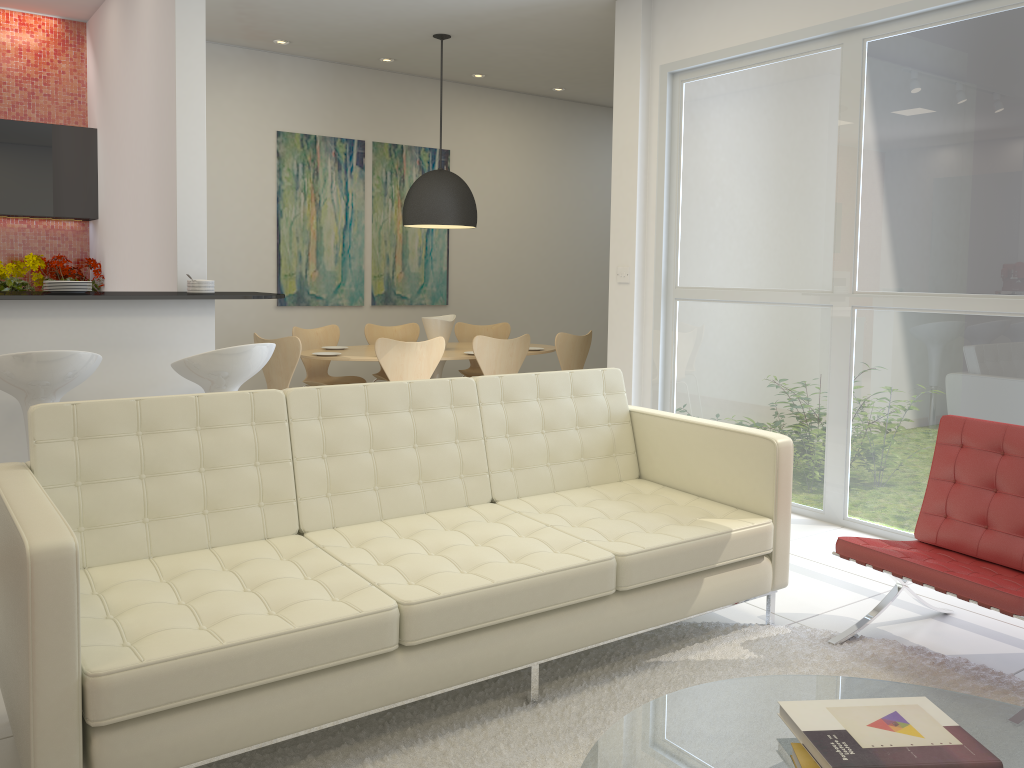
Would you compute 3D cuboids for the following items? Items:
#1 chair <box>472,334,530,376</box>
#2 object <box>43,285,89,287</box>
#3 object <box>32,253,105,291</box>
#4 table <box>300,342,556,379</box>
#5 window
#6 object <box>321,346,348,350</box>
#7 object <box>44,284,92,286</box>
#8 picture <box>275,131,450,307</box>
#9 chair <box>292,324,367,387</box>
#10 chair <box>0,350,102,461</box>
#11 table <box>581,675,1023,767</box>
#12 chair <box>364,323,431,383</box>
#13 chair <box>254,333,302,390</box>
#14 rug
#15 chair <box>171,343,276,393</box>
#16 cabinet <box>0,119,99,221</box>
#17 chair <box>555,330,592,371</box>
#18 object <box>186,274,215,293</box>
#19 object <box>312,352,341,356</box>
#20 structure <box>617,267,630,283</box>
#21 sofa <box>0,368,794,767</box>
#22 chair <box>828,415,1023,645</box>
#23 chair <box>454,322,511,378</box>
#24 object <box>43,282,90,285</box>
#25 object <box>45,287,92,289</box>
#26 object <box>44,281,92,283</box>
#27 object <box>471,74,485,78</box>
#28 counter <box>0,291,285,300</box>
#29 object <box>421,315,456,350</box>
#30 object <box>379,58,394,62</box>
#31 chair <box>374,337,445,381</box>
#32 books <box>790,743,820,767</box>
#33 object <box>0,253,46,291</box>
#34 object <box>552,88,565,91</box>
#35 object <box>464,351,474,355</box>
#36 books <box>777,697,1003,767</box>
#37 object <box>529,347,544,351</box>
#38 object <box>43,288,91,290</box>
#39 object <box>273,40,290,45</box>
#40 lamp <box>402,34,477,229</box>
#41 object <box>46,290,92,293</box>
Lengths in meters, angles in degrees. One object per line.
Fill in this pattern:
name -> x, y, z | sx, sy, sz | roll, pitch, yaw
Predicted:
chair -> -0.176, 0.070, 6.623 | 0.522, 0.903, 0.517 | -2, 6, -35
object -> -2.141, -0.467, 4.269 | 0.210, 0.015, 0.211 | 2, 7, 8
object -> -3.204, -0.722, 6.438 | 0.523, 0.447, 0.504 | 5, 7, 34
table -> -0.617, 0.085, 7.140 | 2.264, 0.726, 1.285 | -4, 8, -34
window -> 1.978, -0.541, 4.490 | 0.121, 2.703, 3.446 | -2, 6, -35
object -> -1.400, -0.283, 7.000 | 0.210, 0.015, 0.211 | -1, 7, -13
object -> -2.141, -0.474, 4.268 | 0.210, 0.015, 0.211 | 2, 7, 8
picture -> -1.325, -1.471, 8.130 | 1.741, 1.501, 0.020 | -3, 5, -35
chair -> -1.439, -0.005, 7.054 | 0.516, 0.903, 0.522 | 4, 5, 34
chair -> -1.908, 0.355, 3.593 | 0.457, 1.017, 0.466 | -1, 5, -24
table -> 0.790, 0.977, 1.364 | 1.322, 0.402, 1.543 | -4, 8, -36
chair -> -0.951, -0.053, 7.512 | 0.521, 0.903, 0.517 | -2, 5, -31
chair -> -1.513, 0.094, 6.245 | 0.522, 0.903, 0.517 | 5, 6, 39
rug -> 0.333, 1.088, 2.034 | 3.331, 0.004, 2.453 | -4, 8, -34
chair -> -1.311, 0.312, 4.018 | 0.466, 1.017, 0.458 | 5, 6, 41
cabinet -> -4.452, -1.465, 5.699 | 3.246, 0.657, 0.353 | -4, 6, -35
chair -> 0.349, 0.019, 7.100 | 0.517, 0.903, 0.522 | 4, 6, 38
object -> -1.671, -0.536, 4.707 | 0.173, 0.097, 0.140 | -5, 8, -42
object -> -1.352, -0.216, 6.460 | 0.210, 0.015, 0.211 | -1, 7, -13
structure -> 0.747, -0.734, 5.953 | 0.013, 0.104, 0.114 | -2, 6, -35
sofa -> -0.260, 0.494, 3.018 | 2.568, 0.919, 1.004 | -4, 7, -35
chair -> 1.643, 0.575, 3.090 | 0.707, 0.813, 0.703 | -2, 6, -30
chair -> -0.241, -0.085, 7.865 | 0.521, 0.903, 0.518 | 0, 5, -11
object -> -2.141, -0.481, 4.268 | 0.210, 0.015, 0.211 | 2, 7, 8
object -> -2.141, -0.460, 4.269 | 0.210, 0.015, 0.211 | 2, 7, 8
object -> -2.141, -0.488, 4.267 | 0.210, 0.015, 0.211 | 2, 7, 8
object -> -0.316, -2.894, 8.313 | 0.129, 0.010, 0.130 | 2, 7, 10
counter -> -2.467, -0.391, 3.894 | 2.968, 0.019, 0.738 | -4, 9, -35
object -> -0.591, -0.414, 7.101 | 0.271, 0.279, 0.262 | 1, 5, 0
object -> -1.097, -2.839, 7.760 | 0.129, 0.010, 0.130 | 2, 7, 10
chair -> -0.777, 0.108, 6.232 | 0.521, 0.903, 0.518 | -1, 5, -28
books -> 0.695, 0.732, 1.588 | 0.324, 0.026, 0.257 | 1, 7, 4
object -> -3.545, -0.697, 6.192 | 0.523, 0.447, 0.505 | -3, 7, -33
object -> 0.466, -2.949, 8.865 | 0.129, 0.010, 0.130 | 2, 7, 10
object -> -0.262, -0.232, 6.733 | 0.210, 0.015, 0.211 | 2, 7, 11
books -> 0.725, 0.689, 1.728 | 0.323, 0.026, 0.257 | 0, 7, -6
object -> 0.159, -0.284, 7.211 | 0.210, 0.015, 0.211 | 3, 7, 19
object -> -2.141, -0.453, 4.269 | 0.210, 0.015, 0.211 | 2, 7, 8
object -> -1.878, -2.784, 7.208 | 0.129, 0.010, 0.130 | 2, 7, 10
lamp -> -0.563, -1.994, 7.006 | 0.595, 1.488, 0.596 | -2, 5, -33
object -> -2.141, -0.446, 4.270 | 0.210, 0.015, 0.211 | 2, 7, 8
